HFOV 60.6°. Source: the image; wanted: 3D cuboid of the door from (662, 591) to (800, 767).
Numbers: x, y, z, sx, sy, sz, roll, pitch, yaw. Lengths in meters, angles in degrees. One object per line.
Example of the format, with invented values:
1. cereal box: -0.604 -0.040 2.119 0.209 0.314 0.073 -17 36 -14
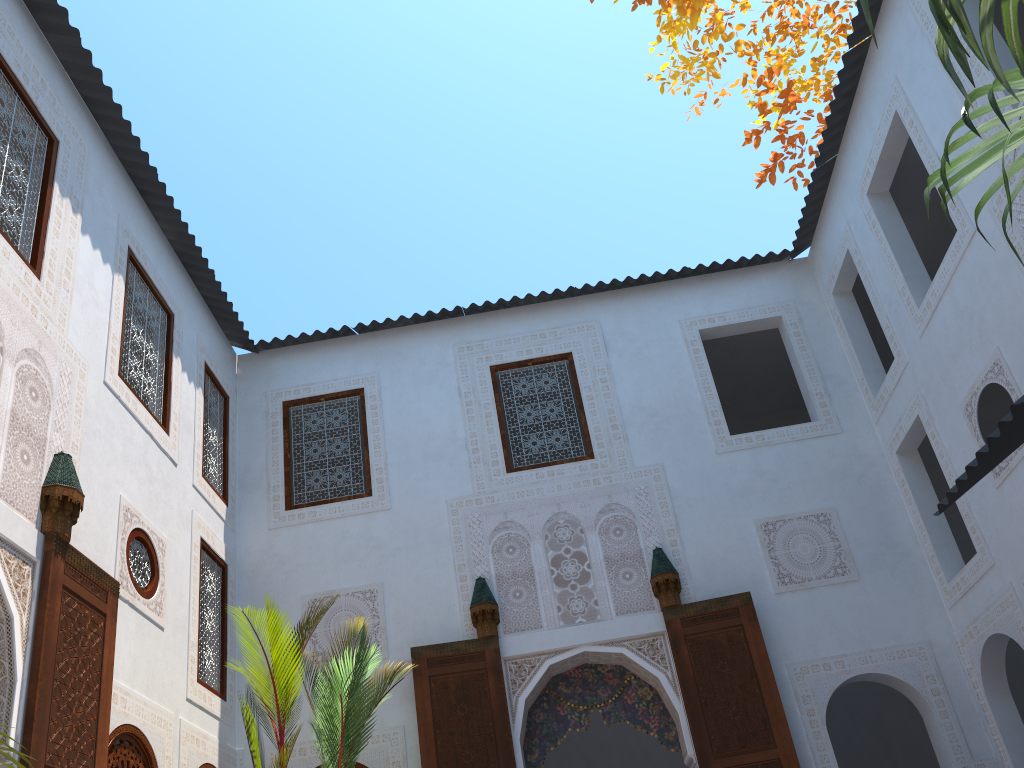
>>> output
1. door: 1.428 2.427 5.120 0.585 2.356 0.131 -13 -29 5

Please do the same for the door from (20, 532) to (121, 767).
1. door: -1.792 1.821 3.458 0.123 2.356 0.622 -10 -29 0

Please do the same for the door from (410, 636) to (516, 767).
1. door: -0.196 2.705 5.151 0.582 2.356 0.132 -8 -29 -4
